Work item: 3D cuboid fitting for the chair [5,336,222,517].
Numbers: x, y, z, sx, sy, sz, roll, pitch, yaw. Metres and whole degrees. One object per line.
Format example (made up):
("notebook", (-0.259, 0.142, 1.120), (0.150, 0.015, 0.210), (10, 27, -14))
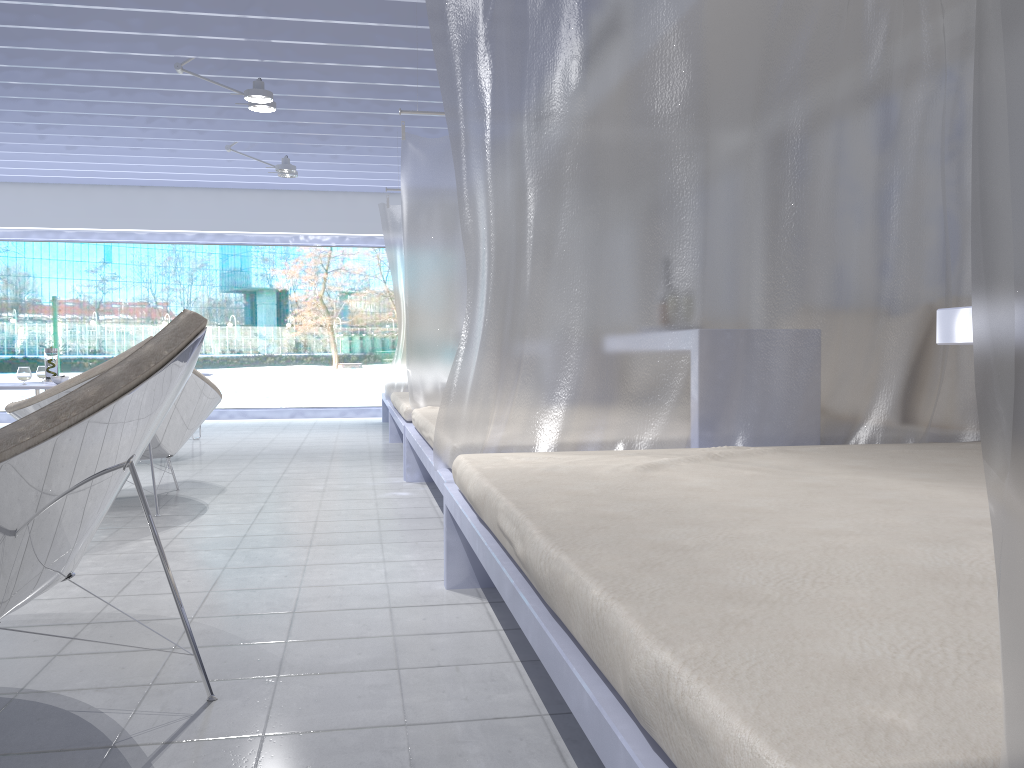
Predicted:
("chair", (-1.726, 0.169, 4.000), (0.906, 0.759, 0.753), (-2, 2, -40))

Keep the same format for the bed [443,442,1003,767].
("bed", (0.979, 0.397, 1.673), (2.016, 0.427, 2.200), (-1, 2, -10))

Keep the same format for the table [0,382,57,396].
("table", (-2.446, 0.265, 4.655), (0.825, 0.534, 0.823), (-1, 2, -19))

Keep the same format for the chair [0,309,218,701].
("chair", (-0.949, 0.237, 1.677), (0.753, 0.759, 0.906), (0, 2, -6))

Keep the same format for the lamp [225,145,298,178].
("lamp", (-2.130, -1.905, 7.541), (0.587, 0.218, 0.380), (-1, 2, -10))

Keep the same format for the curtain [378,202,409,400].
("curtain", (-0.029, -0.658, 7.076), (2.050, 1.552, 0.151), (-1, 2, -10))

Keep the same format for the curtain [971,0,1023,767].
("curtain", (1.158, -0.442, 0.549), (1.998, 1.559, 0.125), (-1, 2, -11))

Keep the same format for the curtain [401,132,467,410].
("curtain", (0.394, -0.572, 4.900), (1.998, 1.559, 0.125), (-1, 2, -11))

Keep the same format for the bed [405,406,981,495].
("bed", (0.612, 0.334, 3.851), (2.022, 0.422, 2.200), (-1, 2, -10))

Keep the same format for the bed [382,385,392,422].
("bed", (-0.151, 0.204, 8.199), (2.022, 0.422, 2.200), (-1, 2, -10))

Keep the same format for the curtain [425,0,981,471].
("curtain", (0.735, -0.528, 2.727), (2.050, 1.552, 0.151), (-1, 2, -10))

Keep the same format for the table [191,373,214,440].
("table", (-2.899, 0.184, 7.340), (0.825, 0.534, 0.823), (1, 2, 37))

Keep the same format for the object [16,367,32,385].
("object", (-2.392, -0.039, 4.349), (0.068, 0.091, 0.068), (0, 2, 19))

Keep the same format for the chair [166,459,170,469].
("chair", (-2.389, 0.120, 5.662), (0.906, 0.759, 0.753), (0, 2, 0))

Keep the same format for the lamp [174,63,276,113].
("lamp", (-1.766, -1.843, 5.464), (0.587, 0.218, 0.380), (-1, 2, -10))

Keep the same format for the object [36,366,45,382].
("object", (-2.584, -0.055, 4.887), (0.068, 0.091, 0.068), (0, 2, 12))

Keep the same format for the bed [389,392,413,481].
("bed", (0.215, 0.267, 6.020), (2.016, 0.427, 2.200), (-1, 2, -10))

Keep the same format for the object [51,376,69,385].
("object", (-2.252, -0.018, 4.417), (0.082, 0.043, 0.082), (-2, 2, -42))

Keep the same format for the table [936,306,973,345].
("table", (1.077, 0.101, 1.151), (0.416, 0.450, 1.065), (-1, 2, -10))

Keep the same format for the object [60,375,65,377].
("object", (-2.233, -0.037, 4.390), (0.012, 0.016, 0.098), (-2, 2, -44))

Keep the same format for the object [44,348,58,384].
("object", (-2.426, -0.097, 4.672), (0.075, 0.189, 0.075), (-1, 2, -18))
